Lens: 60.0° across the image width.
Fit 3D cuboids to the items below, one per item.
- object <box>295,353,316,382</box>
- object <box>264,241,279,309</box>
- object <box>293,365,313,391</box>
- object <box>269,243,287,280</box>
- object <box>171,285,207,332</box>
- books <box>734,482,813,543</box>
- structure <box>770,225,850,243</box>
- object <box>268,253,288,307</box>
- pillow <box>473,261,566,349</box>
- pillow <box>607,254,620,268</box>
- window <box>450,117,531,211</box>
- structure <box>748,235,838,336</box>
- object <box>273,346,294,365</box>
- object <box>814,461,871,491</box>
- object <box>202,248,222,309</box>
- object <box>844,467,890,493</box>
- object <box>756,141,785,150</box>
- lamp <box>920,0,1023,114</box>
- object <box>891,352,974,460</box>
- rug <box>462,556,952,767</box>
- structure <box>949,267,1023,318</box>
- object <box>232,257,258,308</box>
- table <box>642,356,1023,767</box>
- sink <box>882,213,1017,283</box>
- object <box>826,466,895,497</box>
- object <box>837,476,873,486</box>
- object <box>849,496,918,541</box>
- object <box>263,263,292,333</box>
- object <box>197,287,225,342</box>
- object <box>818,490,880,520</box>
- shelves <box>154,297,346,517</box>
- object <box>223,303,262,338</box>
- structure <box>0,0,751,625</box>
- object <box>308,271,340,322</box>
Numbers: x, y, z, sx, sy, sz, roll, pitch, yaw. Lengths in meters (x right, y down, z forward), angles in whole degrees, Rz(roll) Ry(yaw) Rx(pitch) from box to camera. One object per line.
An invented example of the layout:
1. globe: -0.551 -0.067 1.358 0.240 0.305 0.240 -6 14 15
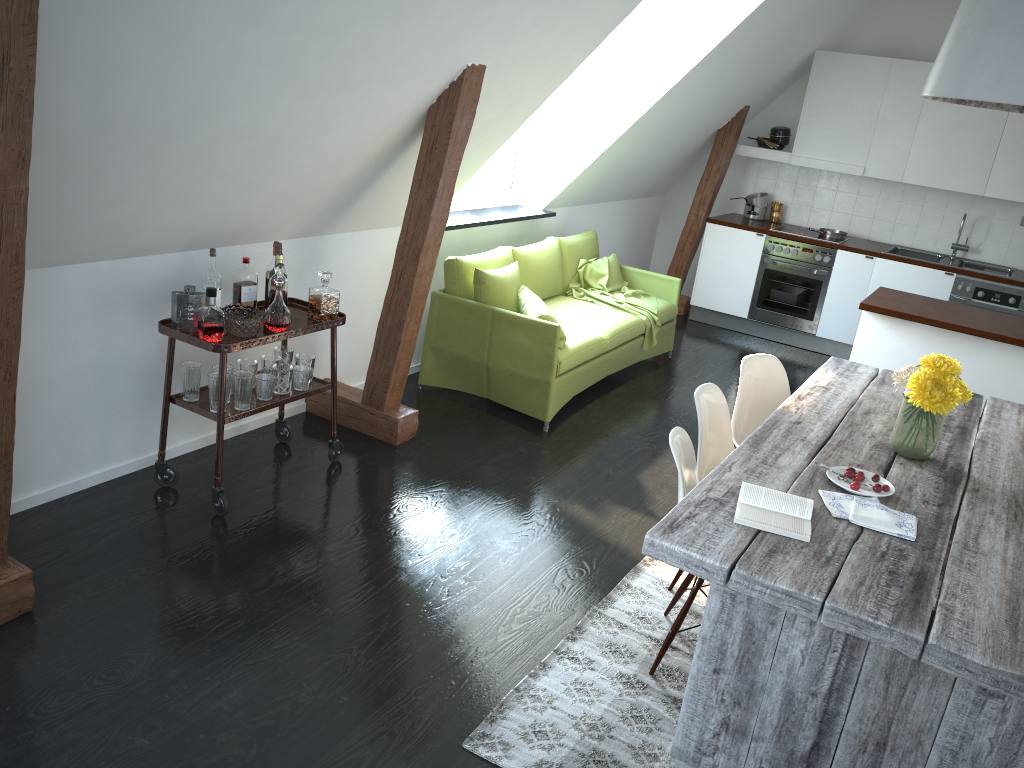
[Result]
1. object: -0.949 -0.072 4.055 0.095 0.119 0.095 5 19 -10
2. object: -1.061 -0.486 3.970 0.081 0.308 0.081 15 20 19
3. object: -0.938 -0.025 3.955 0.092 0.099 0.092 10 19 5
4. object: -1.015 -0.448 3.843 0.080 0.329 0.080 14 20 17
5. object: -1.287 -0.300 3.540 0.135 0.182 0.052 -1 21 -24
6. books: 0.739 0.347 2.494 0.202 0.042 0.251 13 20 15
7. structure: 2.533 -1.257 7.535 0.574 0.041 0.504 18 21 26
8. object: -0.993 -0.405 3.768 0.081 0.307 0.081 20 22 31
9. pillow: 0.099 -0.463 5.161 0.600 0.387 0.475 17 21 24
10. pillow: 0.692 -0.796 6.542 0.210 0.275 0.462 17 21 24
11. window: 0.804 -1.636 1.261 5.959 4.249 8.018 18 21 26
12. structure: 2.491 -0.892 7.673 0.583 0.725 0.749 18 21 26
13. object: -1.061 -0.107 4.110 0.095 0.119 0.095 5 19 -10
14. object: 1.034 0.287 2.779 0.019 0.022 0.194 -11 27 -43
15. object: -1.225 -0.395 3.621 0.073 0.320 0.073 14 20 17
16. object: 1.101 0.301 2.762 0.132 0.034 0.144 8 19 0
17. object: 2.251 -2.076 7.718 0.243 0.056 0.350 14 20 16
18. lamp: 1.809 -2.127 2.205 0.757 2.813 0.697 4 19 -12
19. object: 1.426 0.075 3.052 0.233 0.365 0.293 8 19 -1
20. rug: 1.331 1.010 3.272 1.898 0.022 2.677 18 21 26
21. structure: 3.725 -0.465 6.940 0.612 0.725 0.582 18 21 26
22. object: -1.147 -0.416 3.812 0.067 0.257 0.099 20 22 31
23. table: 1.381 0.642 3.168 1.141 0.788 2.421 18 21 26
24. sink: 3.525 -1.088 7.070 0.963 0.519 0.671 18 21 26
25. object: 1.083 0.311 2.763 0.205 0.024 0.205 15 20 19
26. object: 1.068 0.303 2.768 0.110 0.011 0.058 20 22 30
27. object: 1.072 0.386 2.554 0.182 0.016 0.179 16 20 21
28. object: -0.963 -0.357 3.662 0.114 0.292 0.114 8 19 0
29. object: -1.177 -0.274 3.466 0.087 0.206 0.087 -6 23 -35
30. object: 1.008 0.360 2.605 0.182 0.014 0.185 9 19 2
31. shelves: -1.125 0.061 3.895 0.438 0.732 0.803 16 21 23
32. object: -1.100 -0.254 3.613 0.151 0.092 0.245 -4 22 -31
33. structure: -1.616 -0.299 2.885 1.023 1.963 12.350 18 21 26
34. object: -0.832 -0.391 3.931 0.101 0.211 0.101 -11 27 -44
